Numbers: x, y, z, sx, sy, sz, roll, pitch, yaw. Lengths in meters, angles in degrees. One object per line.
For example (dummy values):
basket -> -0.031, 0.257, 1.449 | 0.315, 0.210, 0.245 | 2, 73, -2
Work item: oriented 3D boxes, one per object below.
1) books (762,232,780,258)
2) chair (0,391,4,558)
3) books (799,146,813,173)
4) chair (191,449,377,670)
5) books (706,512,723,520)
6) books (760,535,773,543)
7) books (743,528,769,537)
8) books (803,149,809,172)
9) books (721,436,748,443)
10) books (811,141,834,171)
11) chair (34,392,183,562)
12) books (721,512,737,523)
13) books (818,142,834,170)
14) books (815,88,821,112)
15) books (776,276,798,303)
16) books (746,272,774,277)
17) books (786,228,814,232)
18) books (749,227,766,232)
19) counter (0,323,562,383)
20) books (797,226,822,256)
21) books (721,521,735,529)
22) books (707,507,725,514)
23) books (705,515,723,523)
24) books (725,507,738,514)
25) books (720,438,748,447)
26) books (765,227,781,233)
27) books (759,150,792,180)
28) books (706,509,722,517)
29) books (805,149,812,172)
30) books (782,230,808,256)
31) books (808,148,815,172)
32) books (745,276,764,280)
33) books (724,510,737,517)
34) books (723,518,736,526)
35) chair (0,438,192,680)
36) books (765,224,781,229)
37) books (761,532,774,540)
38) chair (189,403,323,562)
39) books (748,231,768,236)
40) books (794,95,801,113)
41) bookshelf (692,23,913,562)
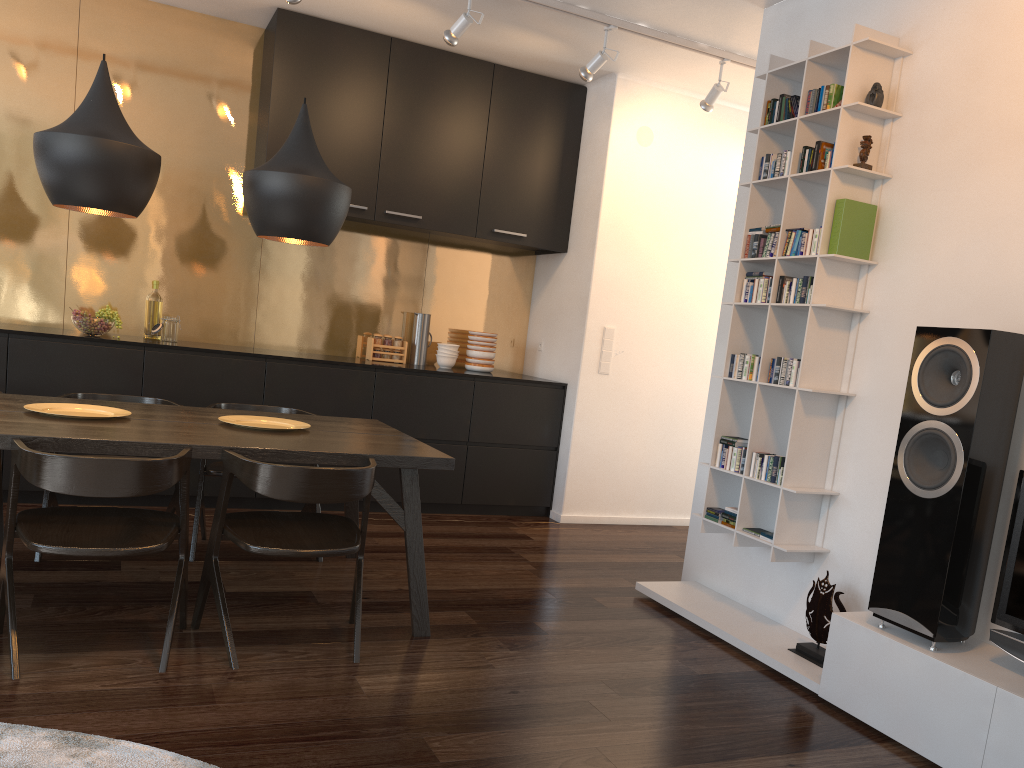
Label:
books -> 1.123, -0.575, 3.697 | 0.096, 0.108, 0.113 | 4, 6, -24
chair -> -2.412, 0.343, 3.647 | 0.594, 0.677, 0.514 | 4, 6, -28
books -> 1.189, -0.891, 3.543 | 0.069, 0.108, 0.022 | 4, 8, -24
chair -> -0.745, 0.572, 3.037 | 0.594, 0.677, 0.514 | 4, 6, -26
books -> 0.923, 0.588, 3.944 | 0.070, 0.014, 0.091 | 5, 3, -24
books -> 1.075, 0.639, 3.630 | 0.070, 0.014, 0.091 | 5, 3, -24
books -> 1.049, 0.629, 3.743 | 0.093, 0.012, 0.110 | 5, 3, -24
books -> 1.199, -0.882, 3.529 | 0.070, 0.093, 0.013 | 4, 8, -24
books -> 0.997, 0.245, 3.908 | 0.093, 0.012, 0.110 | 5, 3, -24
books -> 1.222, -0.889, 3.478 | 0.074, 0.116, 0.028 | 4, 7, -24
chair -> -1.754, 0.406, 3.917 | 0.594, 0.677, 0.514 | 4, 6, -26
books -> 0.969, 0.581, 3.836 | 0.069, 0.023, 0.106 | 5, 4, -24
books -> 1.232, -0.882, 3.458 | 0.069, 0.108, 0.016 | 4, 8, -24
books -> 1.235, -1.111, 3.508 | 0.069, 0.108, 0.011 | 4, 8, -24
books -> 1.132, -0.383, 3.646 | 0.074, 0.116, 0.028 | 4, 7, -24
books -> 1.086, -0.468, 3.824 | 0.096, 0.022, 0.110 | 5, 4, -24
books -> 1.170, -0.620, 3.576 | 0.069, 0.008, 0.106 | 5, 3, -24
books -> 1.074, -0.657, 3.795 | 0.070, 0.014, 0.092 | 6, 3, -19
counter -> -2.081, -0.251, 4.987 | 5.071, 0.002, 0.725 | 5, 3, -24
books -> 1.220, -0.556, 3.496 | 0.123, 0.113, 0.135 | 4, 5, -24
books -> 0.970, 0.615, 3.842 | 0.069, 0.016, 0.106 | 5, 3, -24
books -> 0.927, 0.565, 3.938 | 0.069, 0.009, 0.106 | 5, 3, -24
books -> 0.920, 0.602, 3.945 | 0.074, 0.015, 0.097 | 5, 3, -24
books -> 0.979, 0.549, 3.827 | 0.070, 0.014, 0.091 | 5, 3, -24
books -> 0.979, 0.261, 3.905 | 0.069, 0.023, 0.106 | 5, 4, -24
books -> 1.117, -0.637, 3.681 | 0.069, 0.018, 0.106 | 5, 3, -24
books -> 1.148, -0.908, 3.709 | 0.109, 0.113, 0.220 | 4, 5, -24
books -> 0.923, 0.575, 3.943 | 0.070, 0.015, 0.091 | 5, 3, -24
books -> 1.204, -0.880, 3.516 | 0.070, 0.093, 0.013 | 4, 8, -24
books -> 1.166, -0.564, 3.591 | 0.096, 0.108, 0.087 | 4, 6, -24
books -> 1.209, -0.880, 3.500 | 0.070, 0.094, 0.019 | 4, 7, -24
books -> 1.082, -0.452, 3.823 | 0.093, 0.012, 0.110 | 5, 3, -24
books -> 0.977, 0.563, 3.828 | 0.070, 0.014, 0.091 | 5, 3, -24
books -> 0.972, 0.600, 3.833 | 0.070, 0.014, 0.091 | 5, 3, -24
chair -> -1.302, 0.520, 2.783 | 0.594, 0.677, 0.514 | 4, 6, -24
books -> 1.127, -0.650, 3.682 | 0.093, 0.015, 0.111 | 5, 3, -24
books -> 1.075, 0.625, 3.624 | 0.070, 0.014, 0.092 | 6, 3, -19
chair -> -1.202, 0.458, 4.169 | 0.594, 0.677, 0.514 | 4, 6, -25
books -> 1.074, -0.644, 3.801 | 0.070, 0.014, 0.091 | 5, 3, -24
books -> 1.183, -1.122, 3.594 | 0.069, 0.099, 0.057 | 4, 7, -24
bookshelf -> 1.167, -0.327, 3.693 | 0.227, 2.092, 0.632 | 3, 8, -24
